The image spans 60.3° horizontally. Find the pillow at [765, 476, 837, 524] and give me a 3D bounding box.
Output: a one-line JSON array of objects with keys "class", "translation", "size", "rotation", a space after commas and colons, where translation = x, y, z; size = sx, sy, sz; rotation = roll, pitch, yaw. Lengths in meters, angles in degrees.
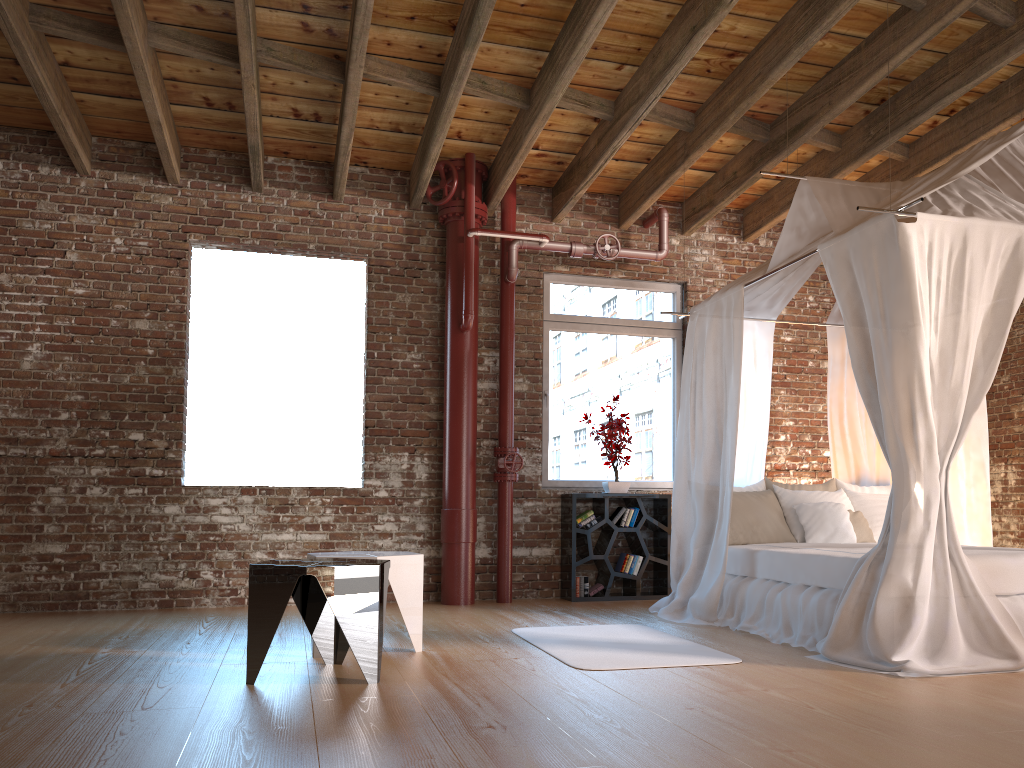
[{"class": "pillow", "translation": [2.097, 0.913, 6.340], "size": [0.633, 0.492, 0.209], "rotation": [2, -4, -16]}]

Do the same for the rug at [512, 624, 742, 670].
[{"class": "rug", "translation": [0.545, 1.379, 4.698], "size": [0.861, 0.007, 1.443], "rotation": [2, -8, -14]}]

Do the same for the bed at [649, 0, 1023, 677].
[{"class": "bed", "translation": [2.368, -0.439, 5.412], "size": [2.502, 3.862, 2.678], "rotation": [2, -5, -15]}]

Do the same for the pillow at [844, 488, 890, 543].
[{"class": "pillow", "translation": [2.723, 0.962, 6.321], "size": [0.629, 0.430, 0.294], "rotation": [2, -5, -15]}]

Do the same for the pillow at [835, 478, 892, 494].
[{"class": "pillow", "translation": [2.675, 0.945, 6.511], "size": [0.632, 0.496, 0.208], "rotation": [2, -4, -16]}]

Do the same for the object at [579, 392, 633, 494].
[{"class": "object", "translation": [0.792, 0.474, 7.161], "size": [0.418, 0.836, 0.396], "rotation": [2, -4, -20]}]

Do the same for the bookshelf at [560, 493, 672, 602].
[{"class": "bookshelf", "translation": [0.843, 1.315, 7.145], "size": [0.857, 0.841, 0.293], "rotation": [2, -4, -16]}]

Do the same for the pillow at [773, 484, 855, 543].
[{"class": "pillow", "translation": [2.151, 0.901, 6.146], "size": [0.614, 0.401, 0.350], "rotation": [2, -6, -18]}]

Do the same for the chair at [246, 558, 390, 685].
[{"class": "chair", "translation": [-0.815, 1.007, 3.774], "size": [0.604, 0.487, 0.549], "rotation": [-3, -7, 28]}]

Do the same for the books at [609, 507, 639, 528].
[{"class": "books", "translation": [0.894, 1.073, 7.101], "size": [0.244, 0.165, 0.134], "rotation": [2, -6, -16]}]

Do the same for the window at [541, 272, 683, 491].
[{"class": "window", "translation": [0.840, -0.008, 7.472], "size": [1.348, 1.839, 0.168], "rotation": [2, -4, -16]}]

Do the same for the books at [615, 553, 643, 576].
[{"class": "books", "translation": [0.942, 1.449, 7.095], "size": [0.203, 0.180, 0.134], "rotation": [2, -5, -16]}]

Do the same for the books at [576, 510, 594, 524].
[{"class": "books", "translation": [0.560, 1.056, 7.002], "size": [0.154, 0.108, 0.134], "rotation": [2, -7, -15]}]

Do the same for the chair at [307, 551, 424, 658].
[{"class": "chair", "translation": [-0.754, 1.110, 4.492], "size": [0.524, 0.487, 0.634], "rotation": [-4, -8, 38]}]

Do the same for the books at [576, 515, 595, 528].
[{"class": "books", "translation": [0.572, 1.092, 7.004], "size": [0.154, 0.108, 0.134], "rotation": [2, -7, -15]}]

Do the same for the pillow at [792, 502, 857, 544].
[{"class": "pillow", "translation": [2.113, 0.938, 5.954], "size": [0.384, 0.289, 0.217], "rotation": [1, -5, -7]}]

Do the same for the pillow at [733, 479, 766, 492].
[{"class": "pillow", "translation": [1.539, 0.903, 6.165], "size": [0.634, 0.490, 0.200], "rotation": [2, -4, -16]}]

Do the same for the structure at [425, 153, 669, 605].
[{"class": "structure", "translation": [0.289, -0.030, 6.922], "size": [2.003, 3.447, 0.578], "rotation": [2, -4, -17]}]

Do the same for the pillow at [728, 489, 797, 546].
[{"class": "pillow", "translation": [1.586, 0.911, 5.975], "size": [0.615, 0.412, 0.359], "rotation": [2, -6, -18]}]

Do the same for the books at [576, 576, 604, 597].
[{"class": "books", "translation": [0.602, 1.602, 6.985], "size": [0.250, 0.159, 0.134], "rotation": [2, -6, -16]}]

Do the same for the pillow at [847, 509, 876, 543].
[{"class": "pillow", "translation": [2.338, 0.977, 6.055], "size": [0.289, 0.232, 0.162], "rotation": [2, -5, -17]}]

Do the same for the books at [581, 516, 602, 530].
[{"class": "books", "translation": [0.628, 1.106, 7.020], "size": [0.157, 0.113, 0.134], "rotation": [2, -6, -15]}]
